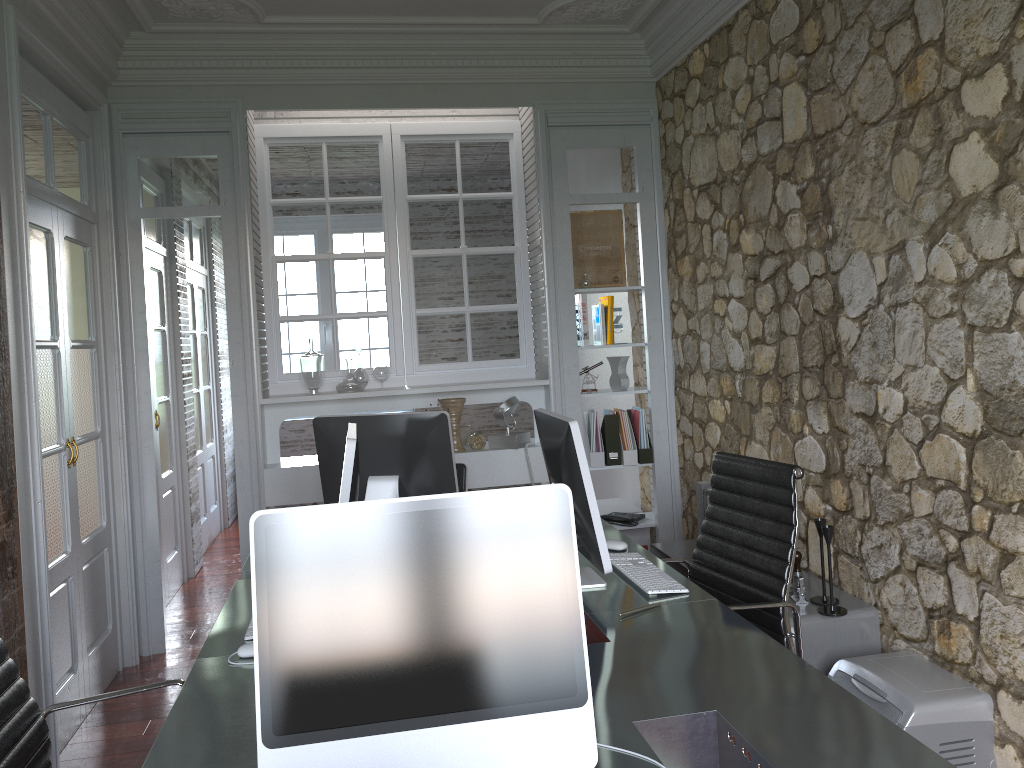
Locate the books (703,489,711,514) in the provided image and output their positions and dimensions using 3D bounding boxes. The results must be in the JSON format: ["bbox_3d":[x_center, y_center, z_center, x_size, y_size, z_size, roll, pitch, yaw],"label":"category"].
[{"bbox_3d":[0.900,0.580,3.544,0.249,0.333,0.060,-4,0,-10],"label":"books"}]

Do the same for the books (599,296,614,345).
[{"bbox_3d":[0.522,-0.353,4.929,0.055,0.268,0.192,-3,1,-10],"label":"books"}]

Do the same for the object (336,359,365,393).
[{"bbox_3d":[-0.843,-0.031,4.605,0.148,0.200,0.148,-4,1,-27],"label":"object"}]

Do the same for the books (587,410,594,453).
[{"bbox_3d":[0.431,0.293,4.897,0.037,0.288,0.194,-3,1,-2],"label":"books"}]

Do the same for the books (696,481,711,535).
[{"bbox_3d":[0.892,0.568,3.606,0.259,0.351,0.065,-4,0,-10],"label":"books"}]

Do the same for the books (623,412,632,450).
[{"bbox_3d":[0.628,0.286,4.903,0.043,0.281,0.194,-3,1,-4],"label":"books"}]

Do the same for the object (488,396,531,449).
[{"bbox_3d":[-0.020,0.203,4.755,0.166,0.272,0.188,-3,1,25],"label":"object"}]

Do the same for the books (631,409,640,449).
[{"bbox_3d":[0.686,0.285,4.930,0.024,0.277,0.194,-3,1,-6],"label":"books"}]

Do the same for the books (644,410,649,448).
[{"bbox_3d":[0.731,0.279,4.937,0.023,0.282,0.194,-3,1,-6],"label":"books"}]

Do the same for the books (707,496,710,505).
[{"bbox_3d":[0.913,0.590,3.514,0.265,0.315,0.025,-4,0,-10],"label":"books"}]

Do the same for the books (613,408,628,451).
[{"bbox_3d":[0.606,0.279,4.909,0.045,0.282,0.180,-3,1,-4],"label":"books"}]

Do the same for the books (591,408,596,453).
[{"bbox_3d":[0.445,0.289,4.905,0.038,0.296,0.180,-3,1,-2],"label":"books"}]

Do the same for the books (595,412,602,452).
[{"bbox_3d":[0.473,0.293,4.899,0.022,0.288,0.194,-3,1,-2],"label":"books"}]

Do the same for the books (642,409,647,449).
[{"bbox_3d":[0.717,0.276,4.936,0.013,0.288,0.194,-3,1,-6],"label":"books"}]

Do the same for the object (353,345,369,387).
[{"bbox_3d":[-0.813,-0.076,4.732,0.088,0.271,0.088,-3,0,-15],"label":"object"}]

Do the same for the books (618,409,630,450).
[{"bbox_3d":[0.618,0.284,4.904,0.045,0.287,0.194,-3,1,-4],"label":"books"}]

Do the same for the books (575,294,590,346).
[{"bbox_3d":[0.376,-0.353,4.930,0.042,0.286,0.216,-3,1,-10],"label":"books"}]

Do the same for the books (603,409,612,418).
[{"bbox_3d":[0.524,0.289,4.891,0.039,0.288,0.194,-3,1,-5],"label":"books"}]

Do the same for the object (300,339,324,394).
[{"bbox_3d":[-1.048,-0.081,4.651,0.129,0.315,0.129,-3,0,15],"label":"object"}]

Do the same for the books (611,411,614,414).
[{"bbox_3d":[0.547,0.291,4.890,0.030,0.283,0.180,-3,1,-5],"label":"books"}]

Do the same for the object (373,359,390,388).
[{"bbox_3d":[-0.706,-0.043,4.796,0.094,0.188,0.094,-4,1,-35],"label":"object"}]

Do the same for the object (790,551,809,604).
[{"bbox_3d":[1.008,0.675,3.121,0.048,0.175,0.088,-3,1,1],"label":"object"}]

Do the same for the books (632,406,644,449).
[{"bbox_3d":[0.704,0.275,4.942,0.030,0.290,0.180,-3,1,-6],"label":"books"}]

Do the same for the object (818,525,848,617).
[{"bbox_3d":[1.069,0.623,2.977,0.095,0.289,0.095,-3,0,-14],"label":"object"}]

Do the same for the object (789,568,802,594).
[{"bbox_3d":[1.015,0.669,3.226,0.048,0.175,0.087,-3,0,-36],"label":"object"}]

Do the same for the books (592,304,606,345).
[{"bbox_3d":[0.484,-0.328,4.923,0.026,0.223,0.161,-3,1,-10],"label":"books"}]

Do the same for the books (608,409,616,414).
[{"bbox_3d":[0.560,0.287,4.894,0.009,0.288,0.194,-3,1,-5],"label":"books"}]

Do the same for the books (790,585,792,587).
[{"bbox_3d":[0.941,0.639,3.286,0.197,0.240,0.058,-4,0,-10],"label":"books"}]

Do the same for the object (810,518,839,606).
[{"bbox_3d":[1.082,0.616,3.085,0.095,0.289,0.095,-3,0,40],"label":"object"}]

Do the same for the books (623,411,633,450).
[{"bbox_3d":[0.638,0.289,4.904,0.045,0.287,0.194,-3,1,-4],"label":"books"}]
